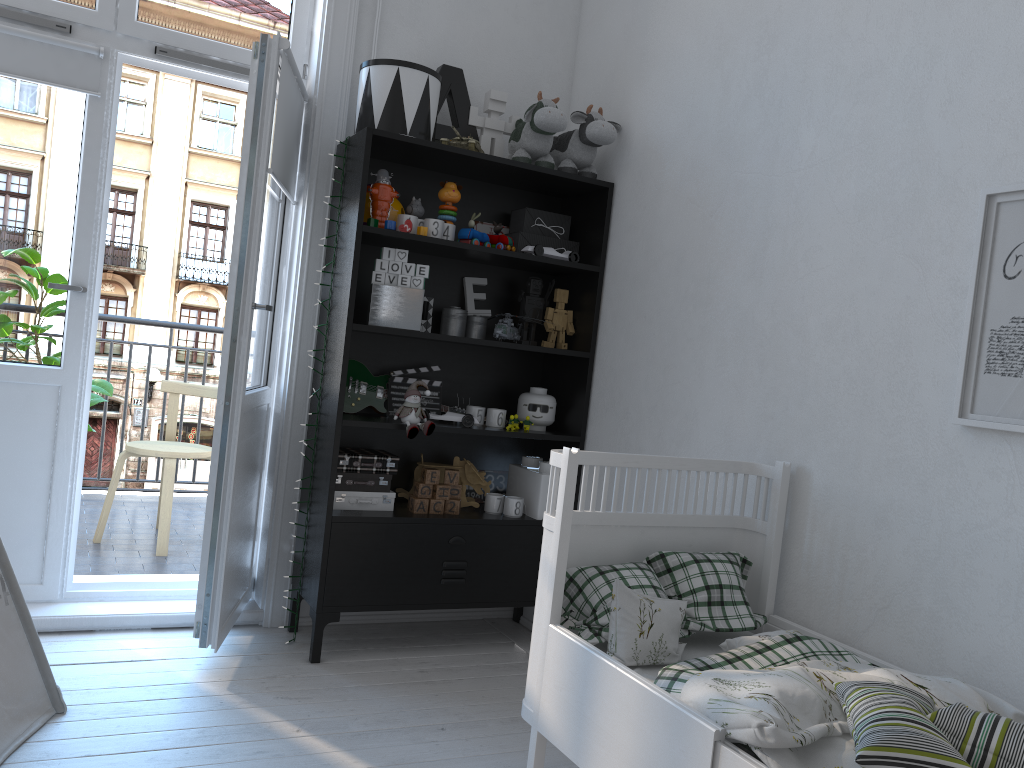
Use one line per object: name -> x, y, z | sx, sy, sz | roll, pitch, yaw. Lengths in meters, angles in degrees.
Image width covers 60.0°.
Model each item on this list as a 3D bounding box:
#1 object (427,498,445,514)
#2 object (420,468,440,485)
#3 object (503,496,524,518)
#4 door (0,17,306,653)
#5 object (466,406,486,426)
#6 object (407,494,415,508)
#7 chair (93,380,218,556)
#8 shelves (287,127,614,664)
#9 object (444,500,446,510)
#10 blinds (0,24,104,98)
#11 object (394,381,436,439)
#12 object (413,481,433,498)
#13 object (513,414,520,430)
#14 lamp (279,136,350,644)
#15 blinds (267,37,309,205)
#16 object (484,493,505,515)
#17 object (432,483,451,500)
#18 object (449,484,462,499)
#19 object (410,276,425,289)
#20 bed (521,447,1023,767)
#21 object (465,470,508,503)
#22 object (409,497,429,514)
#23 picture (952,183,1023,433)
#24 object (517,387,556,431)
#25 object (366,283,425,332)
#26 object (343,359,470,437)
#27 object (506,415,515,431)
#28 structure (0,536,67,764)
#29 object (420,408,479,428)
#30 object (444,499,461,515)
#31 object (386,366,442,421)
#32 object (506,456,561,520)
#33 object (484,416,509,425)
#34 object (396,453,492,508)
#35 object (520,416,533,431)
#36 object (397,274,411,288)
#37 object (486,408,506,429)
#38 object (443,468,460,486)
object -> -0.263, 0.416, 3.029 | 0.050, 0.050, 0.050 | 6, 2, -22
object -> -0.279, 0.314, 3.026 | 0.050, 0.050, 0.050 | 6, 2, -27
object -> 0.005, 0.434, 3.127 | 0.067, 0.067, 0.067 | 6, 2, -13
door -> -1.282, -0.178, 2.663 | 1.264, 1.839, 0.636 | 6, 2, -25
object -> -0.130, 0.113, 3.132 | 0.067, 0.067, 0.067 | 6, 2, -13
object -> -0.327, 0.408, 3.057 | 0.050, 0.050, 0.050 | 6, 2, -27
chair -> -1.538, 0.356, 4.012 | 0.436, 0.716, 0.498 | 7, 2, 18
shelves -> -0.208, 0.070, 3.104 | 0.912, 1.678, 0.353 | 5, 2, -27
object -> -0.224, 0.418, 3.114 | 0.050, 0.050, 0.050 | 6, 2, -27
blinds -> -1.558, -1.020, 2.704 | 0.565, 0.158, 0.032 | 6, 2, -27
object -> -0.308, 0.082, 2.865 | 0.110, 0.186, 0.129 | 5, 2, -40
object -> -0.303, 0.361, 3.026 | 0.050, 0.050, 0.050 | 6, 2, -27
object -> 0.012, 0.135, 3.153 | 0.042, 0.054, 0.031 | 6, 2, -27
lamp -> -0.259, 0.060, 3.149 | 0.985, 1.684, 0.095 | 5, 2, -30
blinds -> -0.708, -0.811, 2.835 | 0.032, 0.390, 0.565 | 6, 2, -7
object -> -0.063, 0.426, 3.153 | 0.067, 0.067, 0.067 | 6, 2, -13
object -> -0.244, 0.368, 3.034 | 0.050, 0.050, 0.050 | 6, 2, -27
object -> -0.209, 0.370, 3.083 | 0.050, 0.050, 0.050 | 6, 2, -27
object -> -0.308, -0.328, 2.897 | 0.040, 0.040, 0.040 | 6, 2, 3
bed -> 0.629, 0.625, 1.614 | 0.670, 0.833, 1.403 | 6, 2, -27
object -> -0.147, 0.383, 3.334 | 0.347, 0.120, 0.034 | 6, 2, -27
object -> -0.315, 0.410, 3.002 | 0.050, 0.050, 0.050 | 6, 2, -27
picture -> 1.118, -0.135, 1.543 | 0.030, 0.493, 0.703 | 5, 2, -27
object -> 0.089, 0.093, 3.246 | 0.139, 0.162, 0.139 | 8, 2, 38
object -> -0.385, -0.249, 2.922 | 0.170, 0.138, 0.124 | 6, 2, -12
object -> -0.394, 0.051, 3.147 | 0.542, 0.239, 0.093 | 6, 2, -26
object -> -0.001, 0.135, 3.087 | 0.031, 0.054, 0.042 | 7, 2, 23
structure -> -1.571, -0.081, 1.929 | 1.142, 1.750, 1.143 | 8, 2, 39
object -> -0.225, 0.115, 3.041 | 0.230, 0.048, 0.098 | 6, 1, -2
object -> -0.204, 0.422, 3.059 | 0.050, 0.050, 0.050 | 6, 2, 3
object -> -0.343, 0.025, 3.141 | 0.201, 0.199, 0.048 | 6, 2, -27
object -> 0.097, 0.375, 3.259 | 0.132, 0.199, 0.267 | 5, 2, -27
object -> -0.089, 0.131, 3.278 | 0.163, 0.034, 0.069 | 6, 2, -27
object -> -0.239, 0.349, 3.185 | 0.337, 0.186, 0.111 | 6, 2, -12
object -> 0.053, 0.140, 3.141 | 0.042, 0.054, 0.031 | 7, 2, 18
object -> -0.353, -0.333, 2.887 | 0.040, 0.040, 0.040 | 6, 2, -12
object -> -0.056, 0.122, 3.118 | 0.067, 0.067, 0.067 | 6, 2, -13
object -> -0.209, 0.321, 3.064 | 0.050, 0.050, 0.050 | 6, 2, -7
